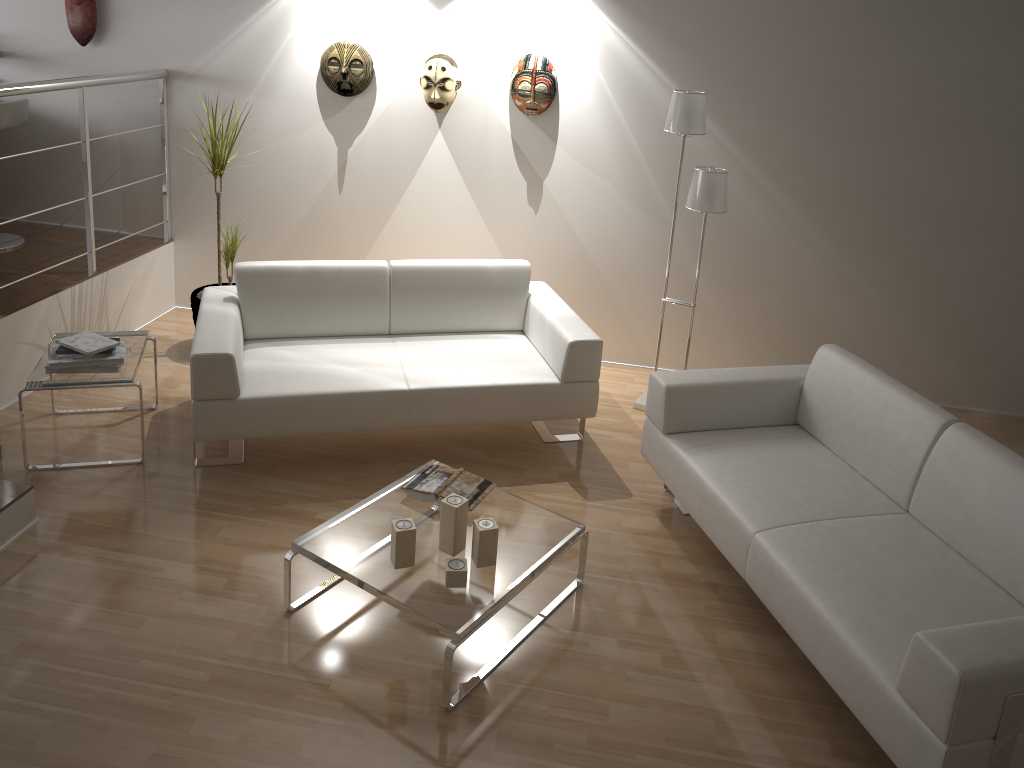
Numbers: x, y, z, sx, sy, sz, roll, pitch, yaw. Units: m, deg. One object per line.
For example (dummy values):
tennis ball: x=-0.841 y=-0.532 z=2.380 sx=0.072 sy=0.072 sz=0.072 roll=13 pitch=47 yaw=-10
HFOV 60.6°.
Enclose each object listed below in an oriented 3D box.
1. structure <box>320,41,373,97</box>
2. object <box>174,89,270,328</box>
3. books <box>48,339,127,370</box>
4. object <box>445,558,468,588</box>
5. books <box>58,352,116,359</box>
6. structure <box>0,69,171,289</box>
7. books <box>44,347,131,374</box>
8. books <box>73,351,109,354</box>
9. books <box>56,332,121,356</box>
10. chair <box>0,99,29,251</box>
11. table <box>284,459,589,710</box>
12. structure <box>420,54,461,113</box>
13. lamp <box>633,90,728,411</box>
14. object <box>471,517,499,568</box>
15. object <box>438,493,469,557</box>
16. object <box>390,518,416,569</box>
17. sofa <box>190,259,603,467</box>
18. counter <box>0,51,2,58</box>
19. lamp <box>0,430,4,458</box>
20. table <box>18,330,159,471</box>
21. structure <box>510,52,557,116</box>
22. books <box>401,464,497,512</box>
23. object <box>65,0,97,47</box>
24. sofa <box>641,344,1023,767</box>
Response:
structure: x=-0.953 y=-1.797 z=4.998 sx=0.318 sy=0.303 sz=0.072 roll=7 pitch=16 yaw=8
object: x=-1.616 y=-0.878 z=4.818 sx=0.445 sy=1.410 sz=0.519 roll=10 pitch=18 yaw=20
books: x=-1.810 y=-0.130 z=3.747 sx=0.288 sy=0.026 sz=0.237 roll=-5 pitch=25 yaw=-21
object: x=-0.174 y=0.583 z=2.730 sx=0.067 sy=0.071 sz=0.070 roll=2 pitch=19 yaw=-7
books: x=-1.809 y=-0.149 z=3.742 sx=0.217 sy=0.014 sz=0.159 roll=-5 pitch=25 yaw=-21
structure: x=-2.310 y=-0.938 z=4.252 sx=0.057 sy=1.002 sz=2.432 roll=6 pitch=22 yaw=7
books: x=-1.812 y=-0.105 z=3.754 sx=0.287 sy=0.026 sz=0.238 roll=-1 pitch=23 yaw=-11
books: x=-1.808 y=-0.162 z=3.738 sx=0.216 sy=0.014 sz=0.159 roll=-1 pitch=23 yaw=-11
books: x=-1.807 y=-0.176 z=3.734 sx=0.220 sy=0.014 sz=0.157 roll=16 pitch=26 yaw=26
chair: x=-3.030 y=-1.211 z=5.017 sx=0.426 sy=0.811 sz=0.404 roll=5 pitch=17 yaw=4
table: x=-0.241 y=0.623 z=3.019 sx=0.714 sy=0.238 sz=0.818 roll=18 pitch=26 yaw=30
structure: x=-0.416 y=-1.679 z=4.905 sx=0.243 sy=0.315 sz=0.135 roll=7 pitch=17 yaw=9
lamp: x=0.871 y=-0.631 z=4.428 sx=0.370 sy=1.599 sz=0.214 roll=13 pitch=18 yaw=27
object: x=-0.087 y=0.506 z=2.832 sx=0.067 sy=0.145 sz=0.070 roll=-2 pitch=18 yaw=-21
object: x=-0.192 y=0.457 z=2.876 sx=0.068 sy=0.188 sz=0.069 roll=15 pitch=19 yaw=32
object: x=-0.347 y=0.503 z=2.796 sx=0.067 sy=0.144 sz=0.070 roll=-2 pitch=18 yaw=-21
sofa: x=-0.564 y=-0.154 z=4.186 sx=1.783 sy=0.708 sz=0.949 roll=-2 pitch=21 yaw=-16
counter: x=-3.705 y=-1.598 z=4.625 sx=0.840 sy=0.304 sz=2.201 roll=7 pitch=23 yaw=7
lamp: x=-2.252 y=0.115 z=3.586 sx=0.199 sy=0.460 sz=0.200 roll=7 pitch=17 yaw=8
table: x=-1.856 y=0.053 z=3.895 sx=0.464 sy=0.383 sz=0.577 roll=-2 pitch=22 yaw=-16
structure: x=0.114 y=-1.659 z=4.847 sx=0.265 sy=0.339 sz=0.078 roll=7 pitch=16 yaw=8
books: x=-0.231 y=0.379 z=3.219 sx=0.295 sy=0.053 sz=0.211 roll=14 pitch=24 yaw=22
object: x=-2.534 y=-2.375 z=5.125 sx=0.152 sy=0.755 sz=0.156 roll=-7 pitch=20 yaw=-35
sofa: x=1.221 y=0.477 z=3.013 sx=0.906 sy=0.706 sz=1.868 roll=-2 pitch=23 yaw=-16
